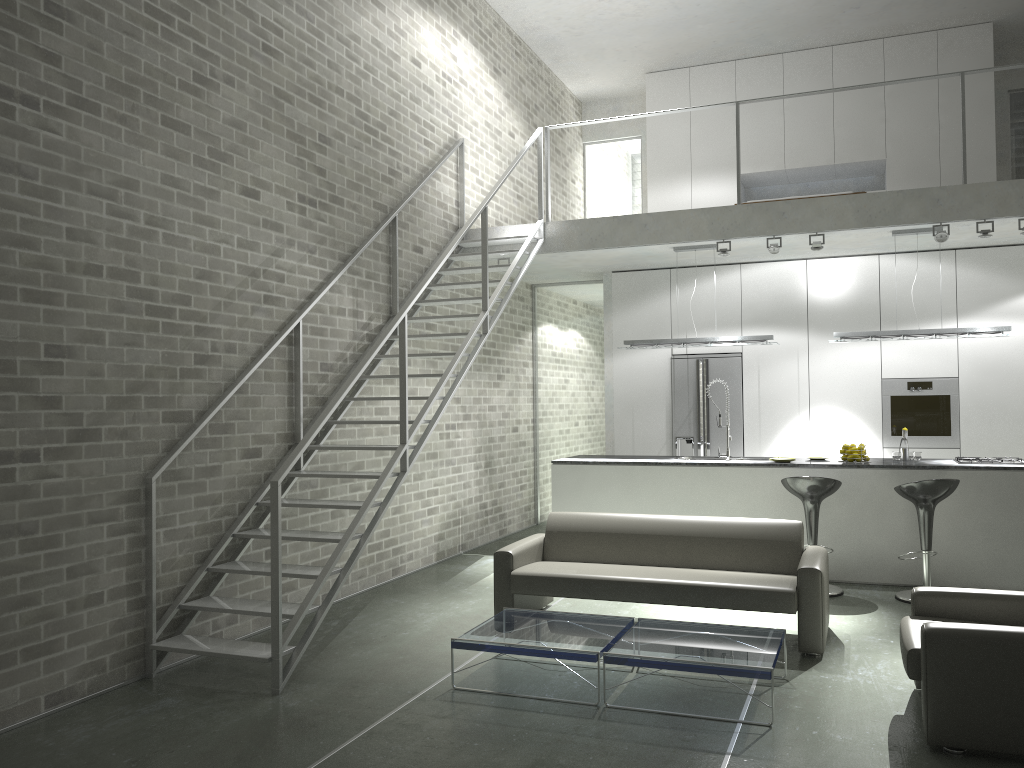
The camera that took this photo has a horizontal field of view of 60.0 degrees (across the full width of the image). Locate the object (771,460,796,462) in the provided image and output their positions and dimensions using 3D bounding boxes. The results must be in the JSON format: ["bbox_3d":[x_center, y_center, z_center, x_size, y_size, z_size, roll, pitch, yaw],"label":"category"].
[{"bbox_3d":[2.350,0.669,7.697,0.217,0.017,0.216,0,-2,-36],"label":"object"}]

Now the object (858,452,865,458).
[{"bbox_3d":[2.977,0.602,7.564,0.061,0.055,0.051,0,-1,-9],"label":"object"}]

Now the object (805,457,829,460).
[{"bbox_3d":[2.749,0.670,7.976,0.217,0.017,0.216,0,-2,-43],"label":"object"}]

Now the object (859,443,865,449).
[{"bbox_3d":[3.010,0.540,7.630,0.050,0.060,0.059,-1,-1,11],"label":"object"}]

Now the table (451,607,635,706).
[{"bbox_3d":[0.195,1.490,4.936,0.820,0.270,0.800,-1,-1,21],"label":"table"}]

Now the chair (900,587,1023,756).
[{"bbox_3d":[2.297,1.223,4.108,0.910,0.717,0.963,-1,-1,21],"label":"chair"}]

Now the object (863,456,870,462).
[{"bbox_3d":[3.030,0.638,7.586,0.062,0.052,0.053,0,-2,-39],"label":"object"}]

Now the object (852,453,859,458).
[{"bbox_3d":[2.915,0.610,7.533,0.061,0.054,0.052,0,-1,-12],"label":"object"}]

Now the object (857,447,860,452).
[{"bbox_3d":[2.974,0.570,7.642,0.055,0.051,0.061,-1,-1,6],"label":"object"}]

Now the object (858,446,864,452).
[{"bbox_3d":[2.977,0.552,7.571,0.051,0.053,0.063,-1,-1,24],"label":"object"}]

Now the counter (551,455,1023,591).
[{"bbox_3d":[2.582,1.159,7.872,4.400,0.960,0.900,-1,-1,21],"label":"counter"}]

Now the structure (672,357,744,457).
[{"bbox_3d":[2.130,0.671,9.632,0.743,1.900,0.160,-1,-1,21],"label":"structure"}]

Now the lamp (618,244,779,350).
[{"bbox_3d":[1.764,-0.837,8.491,1.490,0.964,0.290,-1,-1,21],"label":"lamp"}]

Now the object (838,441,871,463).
[{"bbox_3d":[2.944,0.582,7.623,0.189,0.174,0.207,0,-1,-24],"label":"object"}]

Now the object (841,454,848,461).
[{"bbox_3d":[2.866,0.634,7.637,0.060,0.057,0.052,-1,-1,13],"label":"object"}]

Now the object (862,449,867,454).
[{"bbox_3d":[3.015,0.588,7.609,0.061,0.054,0.053,0,-1,-32],"label":"object"}]

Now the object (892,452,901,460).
[{"bbox_3d":[3.387,0.632,7.807,0.064,0.070,0.063,0,-1,-31],"label":"object"}]

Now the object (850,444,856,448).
[{"bbox_3d":[2.933,0.539,7.626,0.051,0.053,0.063,-1,-1,13],"label":"object"}]

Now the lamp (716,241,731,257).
[{"bbox_3d":[1.943,-1.242,8.137,0.109,0.136,0.109,0,-1,-26],"label":"lamp"}]

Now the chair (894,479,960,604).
[{"bbox_3d":[3.126,1.161,6.681,0.457,0.931,0.464,-1,-1,2],"label":"chair"}]

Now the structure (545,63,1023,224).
[{"bbox_3d":[2.928,-2.113,7.774,5.560,0.972,0.070,-1,-1,21],"label":"structure"}]

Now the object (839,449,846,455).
[{"bbox_3d":[2.857,0.587,7.656,0.053,0.051,0.063,0,-1,-20],"label":"object"}]

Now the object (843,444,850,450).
[{"bbox_3d":[2.874,0.543,7.619,0.053,0.051,0.063,0,-1,-31],"label":"object"}]

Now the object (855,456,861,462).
[{"bbox_3d":[2.949,0.638,7.554,0.051,0.053,0.063,-1,-1,19],"label":"object"}]

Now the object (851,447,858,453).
[{"bbox_3d":[2.920,0.564,7.560,0.061,0.052,0.053,-1,-1,25],"label":"object"}]

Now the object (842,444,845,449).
[{"bbox_3d":[2.882,0.548,7.671,0.052,0.060,0.057,-1,-1,0],"label":"object"}]

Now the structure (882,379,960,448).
[{"bbox_3d":[4.075,0.294,8.846,0.692,0.680,0.036,-1,-1,21],"label":"structure"}]

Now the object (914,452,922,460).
[{"bbox_3d":[3.546,0.629,7.749,0.064,0.070,0.063,-1,-1,29],"label":"object"}]

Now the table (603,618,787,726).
[{"bbox_3d":[0.976,1.474,4.629,0.820,0.270,0.800,-1,-1,21],"label":"table"}]

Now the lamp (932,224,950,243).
[{"bbox_3d":[3.615,-1.267,7.465,0.131,0.154,0.098,-1,-1,21],"label":"lamp"}]

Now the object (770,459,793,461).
[{"bbox_3d":[2.350,0.664,7.697,0.217,0.017,0.216,0,-2,-36],"label":"object"}]

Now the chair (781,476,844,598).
[{"bbox_3d":[2.376,1.177,7.012,0.457,0.931,0.464,-2,-2,35],"label":"chair"}]

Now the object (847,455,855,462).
[{"bbox_3d":[2.901,0.638,7.586,0.064,0.063,0.074,-1,-1,32],"label":"object"}]

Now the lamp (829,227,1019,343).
[{"bbox_3d":[3.565,-0.874,7.784,1.490,0.964,0.290,-1,-1,21],"label":"lamp"}]

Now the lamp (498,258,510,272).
[{"bbox_3d":[3.193,-1.223,9.730,6.854,0.136,0.110,0,-1,-14],"label":"lamp"}]

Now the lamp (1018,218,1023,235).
[{"bbox_3d":[4.214,-1.288,7.249,0.109,0.135,0.109,0,-1,-21],"label":"lamp"}]

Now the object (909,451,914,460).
[{"bbox_3d":[3.514,0.631,7.837,0.064,0.070,0.063,0,-1,-31],"label":"object"}]

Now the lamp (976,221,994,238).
[{"bbox_3d":[3.927,-1.283,7.361,0.109,0.135,0.109,0,-1,-21],"label":"lamp"}]

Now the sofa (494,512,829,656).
[{"bbox_3d":[0.986,1.278,5.921,2.114,0.717,0.902,-1,-1,21],"label":"sofa"}]

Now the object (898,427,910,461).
[{"bbox_3d":[3.426,0.521,7.709,0.088,0.288,0.101,0,-2,-39],"label":"object"}]

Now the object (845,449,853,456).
[{"bbox_3d":[2.889,0.587,7.603,0.062,0.053,0.052,0,-1,-17],"label":"object"}]

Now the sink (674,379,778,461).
[{"bbox_3d":[1.997,0.465,8.234,0.987,1.023,0.546,-1,-1,21],"label":"sink"}]

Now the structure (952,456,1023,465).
[{"bbox_3d":[3.945,0.632,7.341,0.500,0.038,0.500,-1,-1,21],"label":"structure"}]

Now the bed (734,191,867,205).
[{"bbox_3d":[3.408,-1.996,10.346,1.341,0.792,1.957,-1,-1,21],"label":"bed"}]

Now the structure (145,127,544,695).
[{"bbox_3d":[-0.884,-0.443,6.872,0.902,4.246,4.345,-1,-1,21],"label":"structure"}]

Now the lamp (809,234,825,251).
[{"bbox_3d":[2.701,-1.250,7.854,0.115,0.151,0.115,0,-1,-26],"label":"lamp"}]

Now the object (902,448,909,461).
[{"bbox_3d":[3.415,0.611,7.698,0.060,0.106,0.060,-1,-1,15],"label":"object"}]

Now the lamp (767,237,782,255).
[{"bbox_3d":[2.355,-1.243,7.967,0.115,0.151,0.115,0,-1,-26],"label":"lamp"}]

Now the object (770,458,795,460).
[{"bbox_3d":[2.350,0.655,7.697,0.217,0.017,0.216,0,-2,-36],"label":"object"}]

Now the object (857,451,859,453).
[{"bbox_3d":[2.957,0.600,7.588,0.051,0.053,0.062,-1,-1,19],"label":"object"}]
